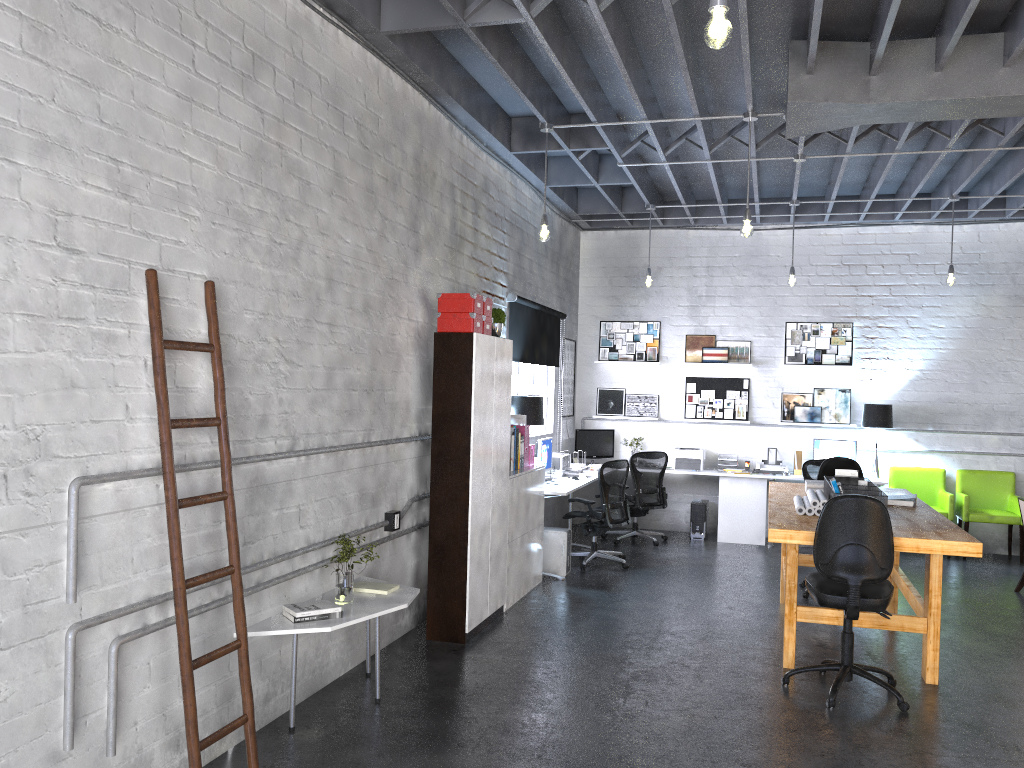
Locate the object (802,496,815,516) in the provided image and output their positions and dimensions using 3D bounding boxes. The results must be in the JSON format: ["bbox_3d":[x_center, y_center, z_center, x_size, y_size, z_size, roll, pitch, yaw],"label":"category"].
[{"bbox_3d":[2.000,0.819,5.990,0.058,0.057,0.635,2,0,16],"label":"object"}]

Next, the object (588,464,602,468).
[{"bbox_3d":[1.113,0.961,10.401,0.422,0.028,0.181,2,0,-24],"label":"object"}]

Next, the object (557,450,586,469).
[{"bbox_3d":[0.668,0.860,10.009,0.324,0.208,0.233,2,0,16],"label":"object"}]

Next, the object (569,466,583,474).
[{"bbox_3d":[0.565,0.926,9.685,0.392,0.064,0.259,2,0,16],"label":"object"}]

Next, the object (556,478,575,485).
[{"bbox_3d":[0.515,0.940,8.582,0.181,0.028,0.422,2,0,6],"label":"object"}]

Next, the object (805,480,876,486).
[{"bbox_3d":[2.576,0.793,6.953,0.519,0.047,0.046,2,0,16],"label":"object"}]

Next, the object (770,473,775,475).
[{"bbox_3d":[2.936,1.016,9.977,0.017,0.016,0.076,1,0,-24],"label":"object"}]

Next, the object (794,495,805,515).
[{"bbox_3d":[1.945,0.817,6.006,0.057,0.058,0.635,2,0,16],"label":"object"}]

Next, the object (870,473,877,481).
[{"bbox_3d":[3.935,1.010,9.653,0.069,0.083,0.090,2,0,15],"label":"object"}]

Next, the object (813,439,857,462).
[{"bbox_3d":[3.662,0.836,10.060,0.465,0.417,0.212,2,1,21],"label":"object"}]

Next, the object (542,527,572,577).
[{"bbox_3d":[0.289,1.527,8.119,0.478,0.411,0.200,2,1,16],"label":"object"}]

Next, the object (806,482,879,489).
[{"bbox_3d":[2.534,0.791,6.811,0.519,0.047,0.046,2,0,14],"label":"object"}]

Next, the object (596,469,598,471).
[{"bbox_3d":[0.941,0.959,9.902,0.058,0.020,0.071,2,0,-20],"label":"object"}]

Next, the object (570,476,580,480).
[{"bbox_3d":[0.621,0.940,8.857,0.114,0.036,0.058,2,0,6],"label":"object"}]

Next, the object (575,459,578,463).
[{"bbox_3d":[0.714,0.893,10.344,0.155,0.141,0.088,2,1,31],"label":"object"}]

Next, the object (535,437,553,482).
[{"bbox_3d":[0.271,0.739,8.690,0.212,0.417,0.465,2,0,16],"label":"object"}]

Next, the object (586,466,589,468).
[{"bbox_3d":[0.867,0.961,10.263,0.048,0.012,0.111,2,0,-4],"label":"object"}]

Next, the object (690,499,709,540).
[{"bbox_3d":[2.196,1.585,10.389,0.180,0.411,0.476,2,0,16],"label":"object"}]

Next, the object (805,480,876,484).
[{"bbox_3d":[2.589,0.793,6.998,0.519,0.047,0.046,2,0,16],"label":"object"}]

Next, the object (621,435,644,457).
[{"bbox_3d":[1.471,0.804,10.750,0.297,0.363,0.271,1,1,-29],"label":"object"}]

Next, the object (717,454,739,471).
[{"bbox_3d":[2.536,0.924,10.401,0.229,0.180,0.316,2,0,16],"label":"object"}]

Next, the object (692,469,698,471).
[{"bbox_3d":[2.109,0.994,10.211,0.075,0.016,0.017,1,0,41],"label":"object"}]

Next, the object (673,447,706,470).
[{"bbox_3d":[2.107,0.885,10.531,0.351,0.235,0.351,2,0,16],"label":"object"}]

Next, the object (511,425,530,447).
[{"bbox_3d":[0.028,0.437,7.563,0.214,0.177,0.161,2,0,16],"label":"object"}]

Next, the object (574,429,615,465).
[{"bbox_3d":[0.987,0.759,10.707,0.560,0.427,0.147,1,1,-37],"label":"object"}]

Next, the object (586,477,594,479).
[{"bbox_3d":[0.787,0.950,8.977,0.025,0.021,0.119,2,0,43],"label":"object"}]

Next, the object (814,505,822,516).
[{"bbox_3d":[2.054,0.820,5.974,0.057,0.058,0.635,2,0,16],"label":"object"}]

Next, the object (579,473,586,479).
[{"bbox_3d":[0.715,0.928,8.925,0.078,0.049,0.062,2,0,-14],"label":"object"}]

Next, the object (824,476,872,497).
[{"bbox_3d":[2.498,0.785,6.613,0.316,0.156,0.306,2,0,16],"label":"object"}]

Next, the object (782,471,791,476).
[{"bbox_3d":[3.076,1.003,9.951,0.095,0.050,0.095,2,0,-15],"label":"object"}]

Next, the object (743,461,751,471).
[{"bbox_3d":[2.756,0.958,10.381,0.093,0.116,0.067,2,1,16],"label":"object"}]

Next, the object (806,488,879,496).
[{"bbox_3d":[2.529,0.831,6.797,0.519,0.047,0.047,2,0,16],"label":"object"}]

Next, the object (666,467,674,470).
[{"bbox_3d":[1.826,0.984,10.332,0.103,0.021,0.131,2,0,-4],"label":"object"}]

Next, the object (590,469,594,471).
[{"bbox_3d":[0.899,0.961,9.920,0.057,0.013,0.013,2,0,8],"label":"object"}]

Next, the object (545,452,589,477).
[{"bbox_3d":[0.545,0.841,9.248,0.485,0.230,0.420,2,0,16],"label":"object"}]

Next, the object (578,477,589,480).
[{"bbox_3d":[0.707,0.952,8.923,0.119,0.016,0.119,1,0,34],"label":"object"}]

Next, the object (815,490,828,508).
[{"bbox_3d":[2.083,0.772,5.965,0.057,0.057,0.635,2,0,16],"label":"object"}]

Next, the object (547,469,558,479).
[{"bbox_3d":[0.410,0.907,8.957,0.082,0.090,0.090,2,0,41],"label":"object"}]

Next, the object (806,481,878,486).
[{"bbox_3d":[2.550,0.792,6.864,0.519,0.047,0.046,2,0,16],"label":"object"}]

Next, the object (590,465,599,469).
[{"bbox_3d":[0.952,0.945,10.101,0.130,0.049,0.130,2,0,33],"label":"object"}]

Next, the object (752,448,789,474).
[{"bbox_3d":[2.991,0.887,10.262,0.405,0.280,0.399,2,0,16],"label":"object"}]

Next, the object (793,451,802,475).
[{"bbox_3d":[3.280,0.905,10.172,0.087,0.259,0.236,2,0,16],"label":"object"}]
